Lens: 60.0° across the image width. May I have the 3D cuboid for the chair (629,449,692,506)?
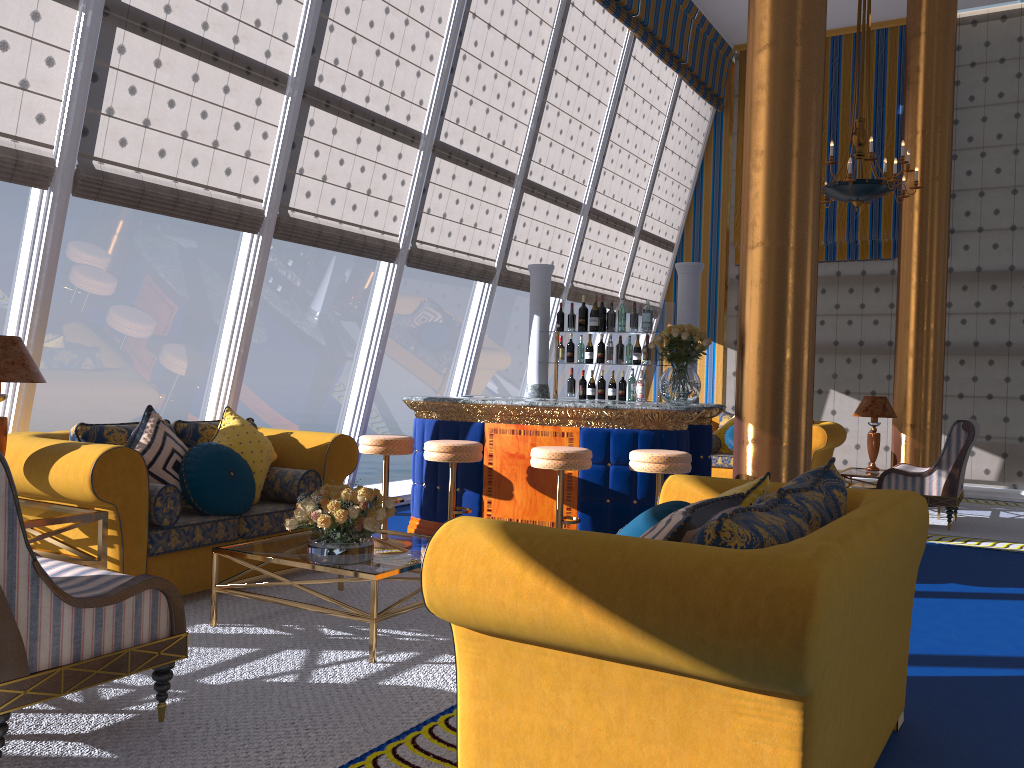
[{"bbox_3d":[0.928,0.813,5.618,0.398,0.782,0.398,2,1,1],"label":"chair"}]

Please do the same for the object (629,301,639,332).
[{"bbox_3d":[0.987,-0.544,7.165,0.073,0.246,0.072,2,1,-11],"label":"object"}]

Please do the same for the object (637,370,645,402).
[{"bbox_3d":[1.050,0.014,7.187,0.061,0.258,0.062,2,1,30],"label":"object"}]

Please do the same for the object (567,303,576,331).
[{"bbox_3d":[0.501,-0.559,7.441,0.073,0.246,0.072,2,1,-11],"label":"object"}]

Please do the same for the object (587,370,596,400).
[{"bbox_3d":[0.657,0.008,7.302,0.068,0.244,0.069,2,1,11],"label":"object"}]

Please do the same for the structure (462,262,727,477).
[{"bbox_3d":[0.637,0.097,7.467,2.295,2.196,0.775,2,1,21],"label":"structure"}]

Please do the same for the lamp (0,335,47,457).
[{"bbox_3d":[-2.449,0.163,4.178,0.441,0.783,0.451,2,1,45],"label":"lamp"}]

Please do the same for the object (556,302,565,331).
[{"bbox_3d":[0.408,-0.561,7.444,0.065,0.244,0.066,2,1,34],"label":"object"}]

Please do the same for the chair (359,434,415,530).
[{"bbox_3d":[-0.904,0.756,6.340,0.401,0.782,0.395,1,1,-22],"label":"chair"}]

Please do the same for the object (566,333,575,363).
[{"bbox_3d":[0.487,-0.298,7.353,0.065,0.244,0.066,2,1,11],"label":"object"}]

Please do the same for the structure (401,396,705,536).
[{"bbox_3d":[0.227,0.653,6.452,2.296,1.065,0.774,2,1,19],"label":"structure"}]

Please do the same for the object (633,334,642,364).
[{"bbox_3d":[1.013,-0.279,7.158,0.068,0.244,0.069,2,1,11],"label":"object"}]

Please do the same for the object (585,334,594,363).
[{"bbox_3d":[0.639,-0.290,7.286,0.068,0.244,0.069,2,1,11],"label":"object"}]

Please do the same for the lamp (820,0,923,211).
[{"bbox_3d":[3.294,-2.840,8.359,1.056,2.422,1.062,2,1,7],"label":"lamp"}]

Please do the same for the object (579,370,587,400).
[{"bbox_3d":[0.587,0.006,7.340,0.065,0.244,0.066,2,1,34],"label":"object"}]

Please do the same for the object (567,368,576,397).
[{"bbox_3d":[0.494,-0.014,7.352,0.071,0.242,0.071,2,1,12],"label":"object"}]

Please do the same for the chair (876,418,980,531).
[{"bbox_3d":[3.781,0.785,8.066,0.777,0.967,0.801,2,1,30],"label":"chair"}]

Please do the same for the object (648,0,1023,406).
[{"bbox_3d":[1.729,-6.957,3.891,62.613,33.606,63.928,2,0,36],"label":"object"}]

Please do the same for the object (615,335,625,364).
[{"bbox_3d":[0.879,-0.279,7.209,0.071,0.232,0.071,2,1,9],"label":"object"}]

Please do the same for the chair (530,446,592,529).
[{"bbox_3d":[0.304,0.794,5.651,0.400,0.782,0.396,2,1,-11],"label":"chair"}]

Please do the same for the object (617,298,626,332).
[{"bbox_3d":[0.891,-0.557,7.176,0.068,0.271,0.070,2,1,41],"label":"object"}]

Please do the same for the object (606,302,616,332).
[{"bbox_3d":[0.809,-0.546,7.229,0.076,0.248,0.076,2,1,-6],"label":"object"}]

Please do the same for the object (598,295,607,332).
[{"bbox_3d":[0.736,-0.578,7.270,0.082,0.303,0.080,1,1,-43],"label":"object"}]

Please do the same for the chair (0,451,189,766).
[{"bbox_3d":[-1.624,0.635,2.838,0.786,0.967,0.791,2,1,30],"label":"chair"}]

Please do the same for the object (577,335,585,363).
[{"bbox_3d":[0.570,-0.288,7.322,0.059,0.230,0.058,2,1,-11],"label":"object"}]

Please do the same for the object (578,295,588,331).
[{"bbox_3d":[0.590,-0.581,7.325,0.080,0.303,0.082,2,1,36],"label":"object"}]

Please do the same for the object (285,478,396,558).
[{"bbox_3d":[-0.797,0.634,4.217,0.453,0.388,0.505,2,0,11],"label":"object"}]

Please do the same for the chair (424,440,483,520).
[{"bbox_3d":[-0.402,0.772,5.941,0.401,0.782,0.395,1,1,-22],"label":"chair"}]

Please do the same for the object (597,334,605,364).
[{"bbox_3d":[0.730,-0.290,7.253,0.065,0.244,0.066,2,1,11],"label":"object"}]

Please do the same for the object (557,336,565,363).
[{"bbox_3d":[0.408,-0.290,7.368,0.066,0.225,0.066,2,1,-1],"label":"object"}]

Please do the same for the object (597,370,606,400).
[{"bbox_3d":[0.736,0.007,7.261,0.065,0.244,0.066,2,1,11],"label":"object"}]

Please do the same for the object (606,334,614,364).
[{"bbox_3d":[0.799,-0.286,7.218,0.057,0.239,0.057,2,1,4],"label":"object"}]

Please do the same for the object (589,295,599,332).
[{"bbox_3d":[0.681,-0.578,7.273,0.084,0.303,0.086,2,1,24],"label":"object"}]

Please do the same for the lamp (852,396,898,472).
[{"bbox_3d":[3.794,0.520,9.293,0.444,0.783,0.448,2,1,15],"label":"lamp"}]

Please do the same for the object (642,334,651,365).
[{"bbox_3d":[1.085,-0.277,7.122,0.072,0.244,0.071,1,1,-39],"label":"object"}]

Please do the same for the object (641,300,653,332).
[{"bbox_3d":[1.092,-0.549,7.153,0.091,0.259,0.092,2,1,13],"label":"object"}]

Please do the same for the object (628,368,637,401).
[{"bbox_3d":[0.979,0.007,7.216,0.069,0.269,0.068,2,1,-9],"label":"object"}]

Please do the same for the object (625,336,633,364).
[{"bbox_3d":[0.952,-0.276,7.192,0.059,0.230,0.058,2,1,-11],"label":"object"}]
